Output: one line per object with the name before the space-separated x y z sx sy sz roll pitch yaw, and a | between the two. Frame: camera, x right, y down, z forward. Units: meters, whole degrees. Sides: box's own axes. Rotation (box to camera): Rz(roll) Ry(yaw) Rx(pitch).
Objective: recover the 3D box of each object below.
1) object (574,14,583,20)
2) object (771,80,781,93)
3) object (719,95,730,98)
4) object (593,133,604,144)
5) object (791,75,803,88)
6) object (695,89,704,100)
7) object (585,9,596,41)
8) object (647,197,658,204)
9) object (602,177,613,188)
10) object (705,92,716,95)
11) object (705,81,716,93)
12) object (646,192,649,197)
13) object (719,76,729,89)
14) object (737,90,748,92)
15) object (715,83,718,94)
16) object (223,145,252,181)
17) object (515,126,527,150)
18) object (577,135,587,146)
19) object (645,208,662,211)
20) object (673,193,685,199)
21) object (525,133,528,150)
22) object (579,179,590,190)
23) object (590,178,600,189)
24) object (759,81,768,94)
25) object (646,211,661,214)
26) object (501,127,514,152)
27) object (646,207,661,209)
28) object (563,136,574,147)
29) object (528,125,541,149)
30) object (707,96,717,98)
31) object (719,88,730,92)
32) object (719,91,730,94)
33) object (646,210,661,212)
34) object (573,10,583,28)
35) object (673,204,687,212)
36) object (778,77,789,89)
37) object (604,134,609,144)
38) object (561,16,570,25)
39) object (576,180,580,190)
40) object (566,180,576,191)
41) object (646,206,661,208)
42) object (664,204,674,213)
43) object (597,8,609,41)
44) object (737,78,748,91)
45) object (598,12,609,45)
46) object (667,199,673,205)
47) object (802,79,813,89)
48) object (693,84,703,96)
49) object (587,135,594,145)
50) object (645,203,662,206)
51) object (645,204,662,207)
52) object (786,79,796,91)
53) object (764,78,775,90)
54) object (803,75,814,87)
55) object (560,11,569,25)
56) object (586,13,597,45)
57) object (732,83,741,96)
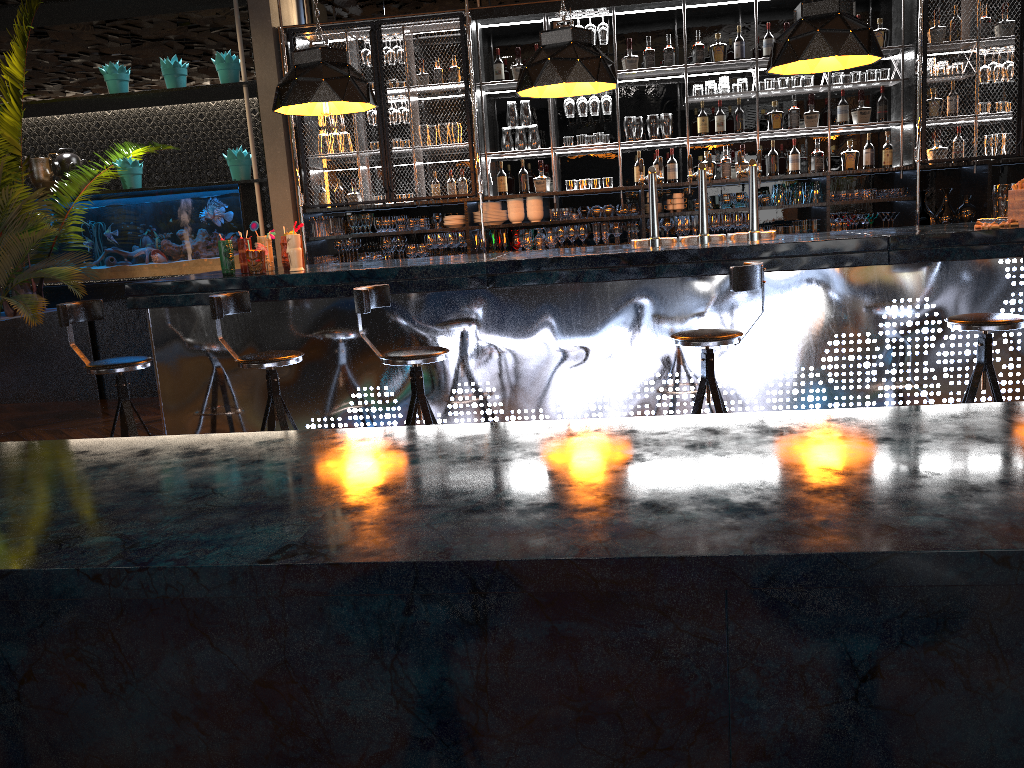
object | 0.566 -2.980 7.483 0.092 0.244 0.092 -10 12 -31
object | 2.207 -2.487 7.421 0.089 0.092 0.089 -14 14 -43
object | 1.793 -2.468 7.478 0.089 0.092 0.089 3 12 32
object | 0.729 -2.062 7.462 0.089 0.092 0.089 -5 11 -8
object | 2.322 -2.459 7.226 0.089 0.092 0.089 -10 12 -29
object | 1.579 -2.456 7.492 0.089 0.092 0.089 -8 11 -21
object | 0.645 -2.954 7.310 0.092 0.244 0.092 -10 12 -31
object | 1.191 -1.544 7.480 0.107 0.070 0.094 4 13 37
object | 0.818 -1.716 7.580 0.089 0.092 0.089 -1 11 18
object | 1.636 -2.428 7.317 0.089 0.092 0.089 -8 11 -21
object | 1.635 -2.448 7.314 0.089 0.092 0.089 -13 14 -40
object | 1.178 -1.587 7.473 0.094 0.069 0.106 -1 11 13
object | 1.752 -2.488 7.331 0.089 0.092 0.089 -3 10 3
object | 1.895 -2.441 7.293 0.089 0.092 0.089 3 12 32
object | 1.685 -2.479 7.463 0.089 0.092 0.089 3 12 32
object | -2.419 -1.950 7.871 0.265 0.325 0.245 -4 10 1
object | 0.077 -2.106 7.624 0.105 0.209 0.105 -12 13 -37
object | 0.595 -2.067 7.539 0.089 0.092 0.089 -7 11 -14
object | 1.195 -1.470 7.496 0.149 0.023 0.149 -5 11 -8
object | 1.395 -1.566 7.430 0.094 0.068 0.106 -3 11 7
object | 0.082 -2.126 7.731 0.105 0.209 0.105 -12 13 -37
object | 0.622 -1.701 7.570 0.089 0.092 0.089 -10 12 -29
object | 0.720 -1.723 7.655 0.089 0.092 0.089 -1 11 18
object | 2.107 -2.481 7.428 0.089 0.092 0.089 -13 14 -40
object | 1.196 -1.449 7.500 0.149 0.022 0.149 -9 11 -24
object | -0.041 -2.101 7.638 0.105 0.209 0.105 -12 13 -37
object | 1.194 -1.482 7.493 0.149 0.024 0.149 -3 11 6
object | 0.485 -2.070 7.596 0.089 0.092 0.089 -7 11 -14
object | 0.189 -2.109 7.598 0.105 0.209 0.105 -12 13 -37
object | 1.686 -2.459 7.467 0.089 0.092 0.089 3 12 32
object | 1.754 -2.462 7.336 0.089 0.092 0.089 -5 10 -3
object | 1.755 -2.440 7.340 0.089 0.092 0.089 -5 10 -3
object | 1.196 -1.459 7.498 0.149 0.023 0.149 -9 11 -24
object | 0.547 -2.949 7.322 0.092 0.244 0.092 -10 12 -31
object | 1.407 -1.479 7.453 0.106 0.067 0.094 -5 10 -4
object | 2.221 -2.458 7.264 0.089 0.092 0.089 -10 12 -29
object | 0.796 -2.098 7.632 0.089 0.092 0.089 -5 11 -8
object | 0.457 -2.975 7.497 0.092 0.244 0.092 -10 12 -31
object | 0.601 -1.734 7.754 0.089 0.092 0.089 -8 11 -21
object | 0.505 -1.698 7.598 0.089 0.092 0.089 -8 11 -21
object | 1.194 -1.491 7.491 0.149 0.026 0.148 -1 11 14
object | 1.362 -1.494 7.551 0.106 0.067 0.094 -10 12 -30
object | 0.748 -2.958 7.297 0.092 0.244 0.092 -10 12 -31
object | 1.894 -2.461 7.290 0.089 0.092 0.089 -4 10 -2
object | 0.767 -2.989 7.458 0.092 0.244 0.092 -10 12 -31
object | 1.365 -1.538 7.539 0.094 0.069 0.105 -7 11 -15
object | 2.464 -2.497 7.380 0.089 0.092 0.089 -7 11 -18
object | 1.537 -2.425 7.336 0.089 0.092 0.089 3 12 32
object | 0.677 -2.091 7.640 0.089 0.092 0.089 4 13 38
object | 1.190 -1.512 7.487 0.149 0.026 0.148 -1 11 14
object | 1.192 -1.501 7.489 0.149 0.025 0.149 -10 12 -30
object | 2.317 -2.485 7.370 0.089 0.092 0.089 -3 11 6
object | 2.111 -2.451 7.265 0.089 0.092 0.089 -8 11 -21
object | 2.424 -2.469 7.247 0.089 0.092 0.089 -12 13 -38
object | 0.438 -2.944 7.336 0.092 0.244 0.092 -10 12 -31
object | 0.664 -2.985 7.470 0.092 0.244 0.092 -10 12 -31
object | 1.887 -2.466 7.432 0.089 0.092 0.089 -5 10 -3
